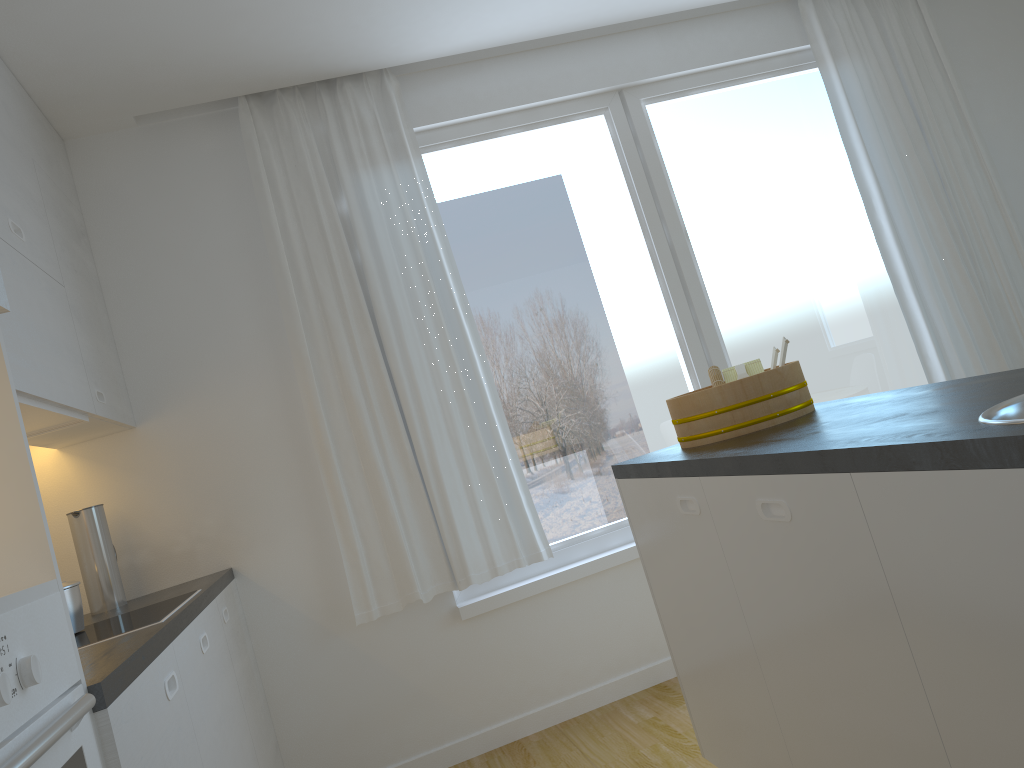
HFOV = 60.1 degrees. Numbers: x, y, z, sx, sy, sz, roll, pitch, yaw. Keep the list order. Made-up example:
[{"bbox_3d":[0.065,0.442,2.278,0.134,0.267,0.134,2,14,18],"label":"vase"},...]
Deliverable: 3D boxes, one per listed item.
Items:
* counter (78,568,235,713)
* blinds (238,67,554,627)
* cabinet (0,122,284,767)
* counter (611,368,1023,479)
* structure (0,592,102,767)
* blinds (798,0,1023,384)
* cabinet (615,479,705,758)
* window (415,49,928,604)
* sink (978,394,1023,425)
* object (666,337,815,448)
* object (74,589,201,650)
[{"bbox_3d":[-1.111,0.671,2.249,0.602,0.040,1.983,-16,-3,-13],"label":"counter"},{"bbox_3d":[-0.514,-0.245,3.471,0.798,2.173,0.148,-15,-6,-14],"label":"blinds"},{"bbox_3d":[-1.025,0.281,1.721,0.483,2.314,3.172,-15,-4,-13],"label":"cabinet"},{"bbox_3d":[0.821,0.042,1.507,0.603,0.040,2.379,-16,-3,-13],"label":"counter"},{"bbox_3d":[-0.542,0.569,1.052,0.049,0.599,0.555,-15,-5,-13],"label":"structure"},{"bbox_3d":[1.977,-0.974,4.121,0.798,2.173,0.148,-16,-6,-14],"label":"blinds"},{"bbox_3d":[0.959,0.496,1.455,0.603,0.915,2.379,-16,-3,-13],"label":"cabinet"},{"bbox_3d":[0.760,-0.418,3.967,2.737,1.930,0.087,-16,-6,-14],"label":"window"},{"bbox_3d":[0.869,0.067,1.189,0.400,0.158,0.406,-19,-4,28],"label":"sink"},{"bbox_3d":[0.622,0.020,2.471,0.376,0.215,0.429,-18,-4,15],"label":"object"},{"bbox_3d":[-1.120,0.655,2.254,0.564,0.013,0.648,-16,-3,-14],"label":"object"}]
